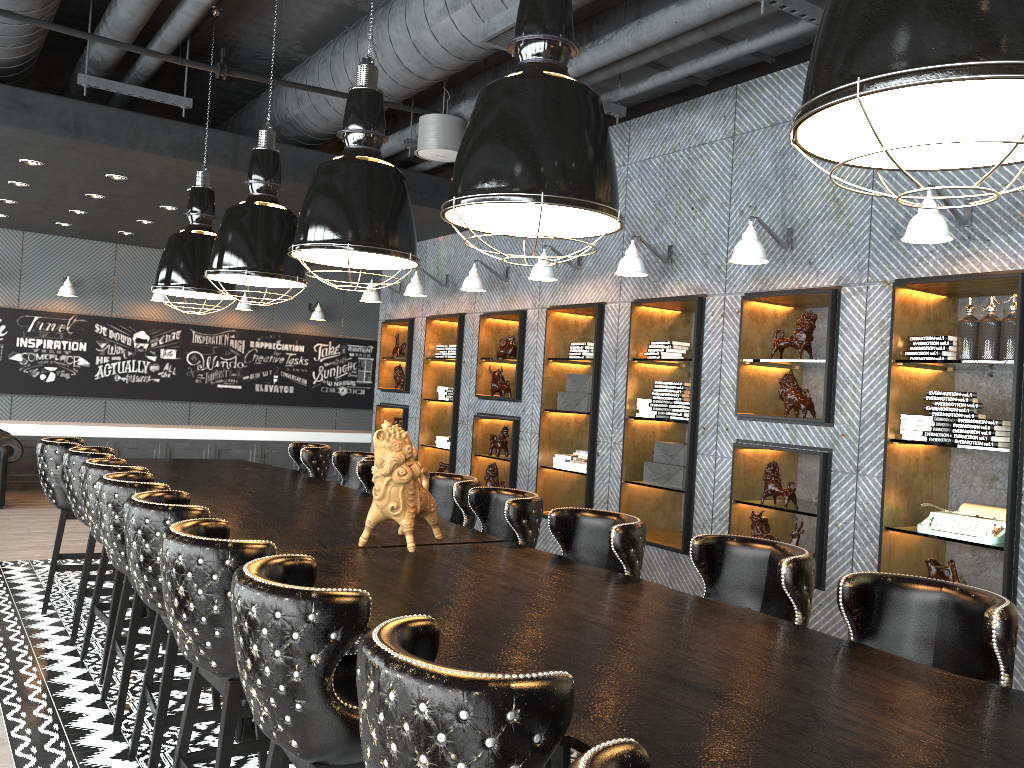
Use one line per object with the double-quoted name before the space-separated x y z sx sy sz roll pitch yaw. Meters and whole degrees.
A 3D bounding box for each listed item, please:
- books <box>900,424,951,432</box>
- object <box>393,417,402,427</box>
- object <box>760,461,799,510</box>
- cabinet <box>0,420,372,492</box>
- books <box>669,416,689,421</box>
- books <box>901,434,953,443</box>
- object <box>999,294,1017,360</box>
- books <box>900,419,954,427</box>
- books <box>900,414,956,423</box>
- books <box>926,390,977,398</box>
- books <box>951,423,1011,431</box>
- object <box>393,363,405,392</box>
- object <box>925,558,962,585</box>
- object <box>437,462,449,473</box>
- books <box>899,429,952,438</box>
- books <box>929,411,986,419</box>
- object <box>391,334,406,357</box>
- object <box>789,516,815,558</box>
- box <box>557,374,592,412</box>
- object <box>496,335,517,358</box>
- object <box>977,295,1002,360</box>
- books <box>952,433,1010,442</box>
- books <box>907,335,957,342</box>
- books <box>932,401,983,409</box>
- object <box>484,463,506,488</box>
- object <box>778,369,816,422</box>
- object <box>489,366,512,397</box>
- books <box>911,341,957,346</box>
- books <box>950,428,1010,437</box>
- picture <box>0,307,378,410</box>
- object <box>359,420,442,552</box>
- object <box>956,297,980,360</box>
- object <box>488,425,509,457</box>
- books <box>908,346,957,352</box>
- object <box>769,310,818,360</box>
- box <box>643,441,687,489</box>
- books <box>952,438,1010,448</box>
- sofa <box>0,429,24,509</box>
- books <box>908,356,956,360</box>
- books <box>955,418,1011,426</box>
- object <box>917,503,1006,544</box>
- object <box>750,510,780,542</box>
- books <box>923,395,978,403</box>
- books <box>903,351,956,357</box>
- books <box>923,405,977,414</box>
"books" 2.331 0.249 4.962 0.245 0.028 0.193 4 -1 -32
"object" -1.296 0.511 10.297 0.126 0.249 0.253 3 -1 31
"object" 1.706 0.642 5.652 0.134 0.294 0.256 4 -1 -26
"cabinet" -4.100 1.015 9.355 8.417 0.827 6.312 4 -1 -34
"books" 1.311 0.256 6.531 0.193 0.028 0.245 4 -1 -30
"books" 2.347 0.307 4.963 0.245 0.028 0.193 4 -1 -19
"object" 2.569 -0.287 4.547 0.109 0.349 0.109 3 -1 26
"books" 2.325 0.220 4.958 0.245 0.028 0.193 4 -1 -39
"books" 2.326 0.192 4.958 0.245 0.028 0.193 4 -1 -36
"books" 2.423 0.057 4.887 0.245 0.028 0.193 3 -1 27
"books" 2.524 0.231 4.747 0.193 0.028 0.245 4 -1 -28
"object" -1.272 -0.074 10.234 0.155 0.329 0.236 4 -1 -29
"object" 2.337 1.088 4.730 0.164 0.303 0.341 4 -1 -29
"object" -0.651 0.954 9.392 0.314 0.251 0.157 4 -1 -18
"books" 2.318 0.276 4.919 0.245 0.028 0.193 4 -1 -13
"books" 2.447 0.171 4.868 0.245 0.028 0.193 3 -1 39
"object" -1.292 -0.447 10.240 0.097 0.290 0.290 4 -1 -35
"object" 1.834 1.021 5.577 0.198 0.358 0.116 4 -1 -4
"box" 0.595 0.077 7.590 0.298 0.316 0.419 4 -1 -34
"object" -0.049 -0.351 8.438 0.138 0.222 0.278 4 -1 -34
"object" 2.506 -0.290 4.644 0.109 0.349 0.109 3 -1 41
"books" 2.515 0.287 4.719 0.193 0.028 0.245 4 -1 -21
"books" 2.391 -0.249 4.980 0.193 0.028 0.245 4 -1 -31
"books" 2.437 0.114 4.861 0.245 0.028 0.193 3 -1 26
"object" -0.152 0.944 8.402 0.177 0.388 0.338 4 -1 -26
"object" 1.818 0.073 5.645 0.158 0.338 0.242 4 -1 -29
"object" -0.103 -0.016 8.457 0.154 0.309 0.324 4 -1 -29
"books" 2.401 -0.220 4.961 0.193 0.028 0.245 4 -1 -34
"books" 2.515 0.258 4.740 0.193 0.028 0.245 4 -1 -32
"picture" -4.024 -0.260 13.173 12.461 1.103 0.200 4 -1 -34
"object" -0.443 0.427 3.797 0.249 0.545 0.475 3 -1 19
"object" 2.442 -0.293 4.739 0.109 0.349 0.109 3 -1 11
"object" -0.135 0.540 8.479 0.143 0.306 0.317 4 -1 -39
"books" 2.386 -0.193 4.964 0.193 0.028 0.245 4 -1 -32
"object" 1.814 -0.313 5.701 0.152 0.325 0.292 4 -1 -36
"box" 1.197 0.602 6.659 0.323 0.316 0.419 4 -1 -34
"books" 2.514 0.315 4.717 0.193 0.028 0.245 4 -1 -33
"sofa" -6.691 0.848 9.390 2.565 0.838 1.240 4 -1 -34
"books" 2.390 -0.136 4.969 0.193 0.028 0.245 4 -1 -29
"books" 2.537 0.203 4.731 0.193 0.028 0.245 4 -1 -35
"object" 2.502 0.749 4.874 0.484 0.149 0.535 4 -1 -35
"object" 1.664 1.015 5.774 0.168 0.359 0.266 4 -1 -41
"books" 2.417 0.085 4.884 0.245 0.028 0.193 3 -1 36
"books" 2.367 -0.165 4.988 0.193 0.028 0.245 4 -1 -30
"books" 2.395 0.140 4.844 0.245 0.028 0.193 3 -1 32
